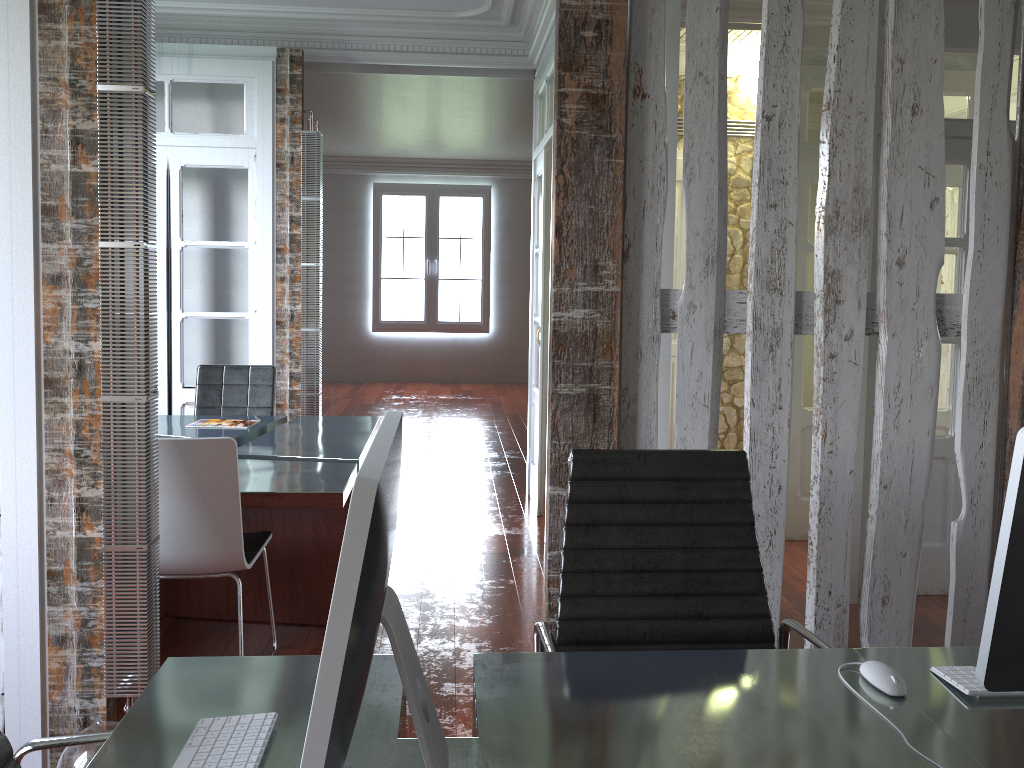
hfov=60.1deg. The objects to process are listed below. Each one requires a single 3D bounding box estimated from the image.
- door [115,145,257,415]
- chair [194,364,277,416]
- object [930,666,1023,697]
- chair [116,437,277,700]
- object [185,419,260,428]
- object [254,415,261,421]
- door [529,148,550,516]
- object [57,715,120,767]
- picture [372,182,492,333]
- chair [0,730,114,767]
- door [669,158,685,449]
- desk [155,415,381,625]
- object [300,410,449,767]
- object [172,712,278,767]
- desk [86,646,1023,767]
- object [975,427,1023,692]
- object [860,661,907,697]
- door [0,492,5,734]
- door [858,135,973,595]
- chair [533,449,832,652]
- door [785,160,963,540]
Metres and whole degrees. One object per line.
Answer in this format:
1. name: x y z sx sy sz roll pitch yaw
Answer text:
1. door: -2.083 -0.349 5.397 1.160 2.174 0.041 1 4 -4
2. chair: -1.505 0.384 4.638 0.475 0.916 0.604 1 5 -4
3. object: 0.963 0.509 1.528 0.439 0.017 0.119 0 7 -4
4. chair: -1.085 0.584 2.996 0.475 0.916 0.604 1 5 -4
5. object: -1.458 0.202 4.477 0.307 0.012 0.225 1 7 1
6. object: -1.338 0.179 4.650 0.011 0.011 0.150 -2 7 -28
7. door: 0.236 -0.279 5.133 0.482 2.174 1.191 -1 5 -30
8. object: -1.015 1.026 2.211 0.220 0.382 0.236 -1 5 -26
9. picture: -1.072 -1.678 11.856 1.579 1.981 0.128 1 4 -4
10. chair: -0.584 0.753 1.182 0.699 1.019 0.668 1 4 0
11. door: 0.835 -0.391 5.904 0.868 2.210 0.146 1 4 -4
12. desk: -1.380 0.596 3.930 1.445 0.651 1.720 1 6 -4
13. object: -0.171 0.305 1.103 0.189 0.483 0.486 1 5 -4
14. object: -0.399 0.532 1.127 0.118 0.017 0.441 0 7 -4
15. desk: 0.679 0.934 1.037 2.507 0.725 1.306 1 6 -4
16. object: 0.957 0.301 1.291 0.483 0.483 0.190 1 4 -4
17. object: 0.636 0.499 1.512 0.059 0.028 0.107 0 7 -5
18. door: -1.862 0.019 2.300 1.160 2.174 0.041 1 4 -4
19. door: 2.094 -0.070 4.033 1.076 2.078 0.041 1 4 -4
20. chair: 0.333 0.694 1.814 0.665 1.019 0.702 0 5 -10
21. door: 2.021 -0.171 4.882 1.076 2.078 0.041 1 4 -4
